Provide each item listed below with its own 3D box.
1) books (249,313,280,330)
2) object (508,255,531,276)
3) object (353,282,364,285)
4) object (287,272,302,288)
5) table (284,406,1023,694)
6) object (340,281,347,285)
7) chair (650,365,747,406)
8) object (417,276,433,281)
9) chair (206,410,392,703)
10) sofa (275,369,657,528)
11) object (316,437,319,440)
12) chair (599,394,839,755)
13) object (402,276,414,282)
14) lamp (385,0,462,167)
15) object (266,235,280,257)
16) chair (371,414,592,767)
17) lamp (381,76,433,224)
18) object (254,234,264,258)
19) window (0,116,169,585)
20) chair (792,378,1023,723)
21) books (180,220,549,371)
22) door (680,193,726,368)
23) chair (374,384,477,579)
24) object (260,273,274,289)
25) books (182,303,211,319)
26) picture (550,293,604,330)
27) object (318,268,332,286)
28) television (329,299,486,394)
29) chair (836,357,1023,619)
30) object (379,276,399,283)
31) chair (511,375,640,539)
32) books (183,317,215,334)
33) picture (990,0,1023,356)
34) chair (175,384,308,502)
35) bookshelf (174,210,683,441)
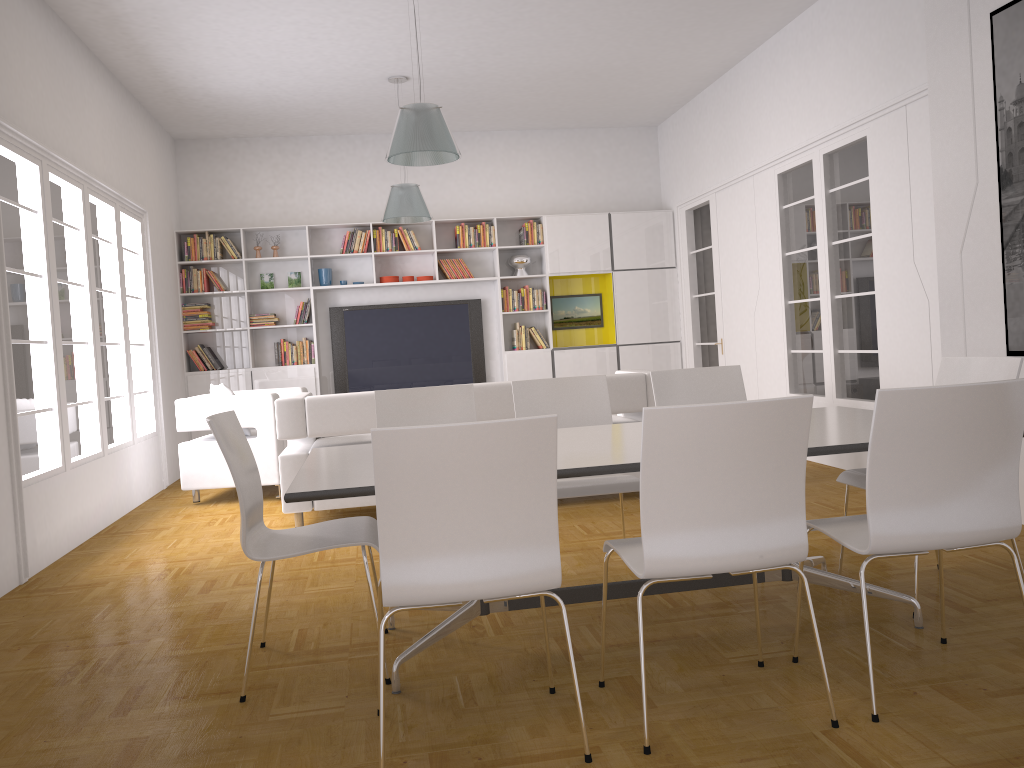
[{"bbox_3d":[-2.629,-0.665,9.432,0.284,0.153,0.207,-4,2,-9],"label":"books"},{"bbox_3d":[0.091,-1.305,9.840,0.256,0.239,0.257,-4,2,-1],"label":"object"},{"bbox_3d":[-1.655,-1.080,9.560,0.124,0.032,0.123,-5,3,-23],"label":"object"},{"bbox_3d":[-2.346,-1.117,9.572,0.144,0.190,0.052,-4,2,-9],"label":"object"},{"bbox_3d":[0.455,0.570,3.363,2.411,0.722,1.211,-4,2,-9],"label":"table"},{"bbox_3d":[-1.810,-1.081,9.536,0.078,0.056,0.078,-3,2,16],"label":"object"},{"bbox_3d":[0.988,0.394,4.233,0.561,0.930,0.575,-4,2,-9],"label":"chair"},{"bbox_3d":[-0.948,-1.142,9.664,0.182,0.054,0.183,-4,3,-12],"label":"object"},{"bbox_3d":[-0.759,0.556,3.188,0.575,0.930,0.561,-4,2,-9],"label":"chair"},{"bbox_3d":[-0.244,0.406,6.205,2.623,0.848,0.823,-4,2,-9],"label":"sofa"},{"bbox_3d":[-2.091,0.624,9.124,0.211,0.391,0.217,-4,2,-9],"label":"object"},{"bbox_3d":[0.567,0.499,2.591,0.561,0.930,0.575,-4,2,-9],"label":"chair"},{"bbox_3d":[-1.129,-1.133,9.654,0.129,0.073,0.129,-4,3,-12],"label":"object"},{"bbox_3d":[-0.574,-1.981,5.333,0.464,1.249,0.465,-4,2,-9],"label":"lamp"},{"bbox_3d":[-2.564,-1.461,9.463,0.179,0.259,0.119,-3,2,12],"label":"object"},{"bbox_3d":[-0.124,0.549,2.483,0.561,0.930,0.575,-4,2,-9],"label":"chair"},{"bbox_3d":[-0.970,-2.075,7.845,0.464,1.249,0.465,-4,2,-9],"label":"lamp"},{"bbox_3d":[-2.680,-1.461,9.428,0.120,0.279,0.179,-4,2,-3],"label":"object"},{"bbox_3d":[-3.009,-0.254,6.312,0.195,2.526,3.352,-4,2,-9],"label":"window"},{"bbox_3d":[1.218,0.452,2.693,0.561,0.930,0.575,-4,2,-9],"label":"chair"},{"bbox_3d":[-1.540,-0.981,9.585,3.863,1.455,0.235,-4,2,-9],"label":"books"},{"bbox_3d":[2.021,-0.680,9.257,0.139,2.453,1.009,-4,2,-9],"label":"door"},{"bbox_3d":[-0.354,0.490,4.023,0.561,0.930,0.575,-4,2,-9],"label":"chair"},{"bbox_3d":[-2.631,-1.097,9.527,0.144,0.190,0.052,-4,2,-9],"label":"object"},{"bbox_3d":[-3.314,-0.766,9.322,0.252,0.153,0.207,-4,2,-9],"label":"books"},{"bbox_3d":[0.736,-0.821,10.086,0.609,0.388,0.007,-4,2,-9],"label":"picture"},{"bbox_3d":[-2.001,-1.136,9.504,0.147,0.192,0.147,-4,2,-20],"label":"object"},{"bbox_3d":[-1.132,-0.346,9.761,1.660,1.087,0.082,-4,2,-9],"label":"television"},{"bbox_3d":[1.692,0.373,3.573,0.575,0.930,0.561,-4,2,-9],"label":"chair"},{"bbox_3d":[-1.330,-1.126,9.623,0.211,0.073,0.211,-5,3,-34],"label":"object"},{"bbox_3d":[0.297,0.443,4.125,0.561,0.930,0.575,-4,2,-9],"label":"chair"},{"bbox_3d":[-3.289,-0.618,9.329,0.284,0.153,0.207,-4,2,-9],"label":"books"},{"bbox_3d":[2.588,-1.017,4.222,0.013,1.779,0.787,-4,2,-9],"label":"picture"},{"bbox_3d":[-2.197,0.428,7.422,0.801,0.911,1.097,-4,2,1],"label":"chair"},{"bbox_3d":[-0.781,-0.537,9.747,5.366,2.478,0.389,-4,2,-9],"label":"bookshelf"}]
